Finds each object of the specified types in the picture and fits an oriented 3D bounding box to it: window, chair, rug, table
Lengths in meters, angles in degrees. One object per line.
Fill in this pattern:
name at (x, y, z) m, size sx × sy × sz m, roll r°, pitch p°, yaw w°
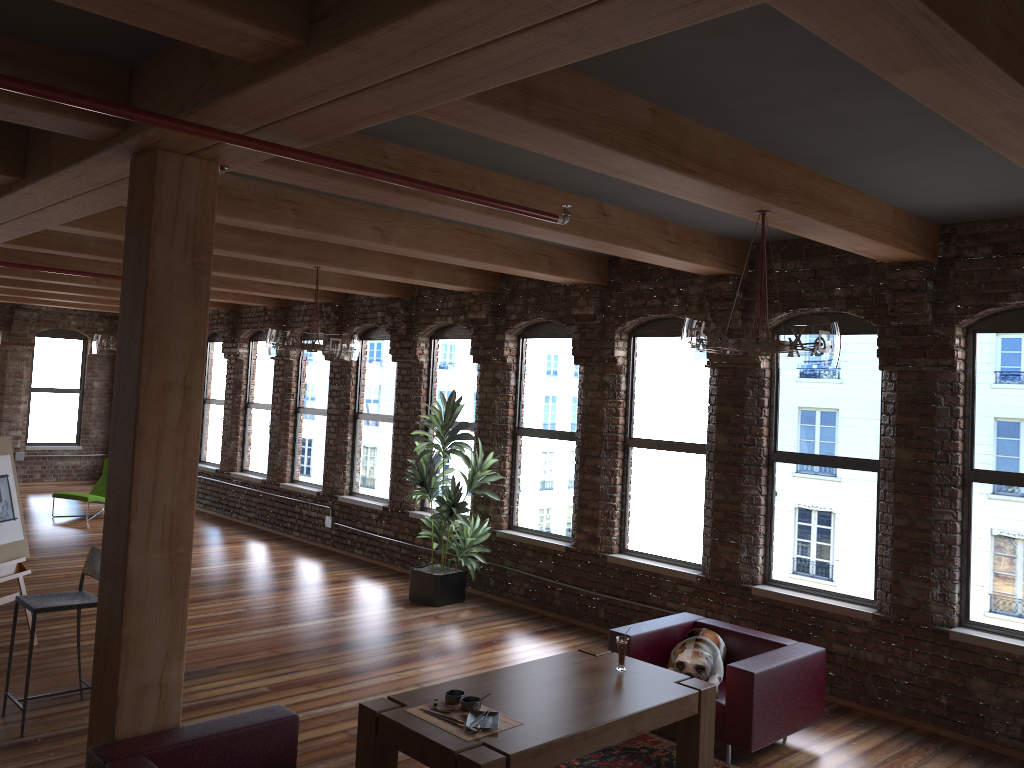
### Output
window at (-8.367, 0.090, 16.297) m, size 0.966 × 2.224 × 0.218 m, roll 5°, pitch -4°, yaw -44°
chair at (-2.746, 1.530, 5.385) m, size 0.465 × 0.984 × 0.430 m, roll 5°, pitch -4°, yaw -44°
rug at (0.133, 2.157, 4.550) m, size 2.457 × 0.009 × 1.344 m, roll 3°, pitch -1°, yaw -43°
window at (-1.719, 0.379, 10.936) m, size 0.231 × 2.220 × 0.968 m, roll 6°, pitch -4°, yaw -44°
window at (2.335, 0.548, 6.695) m, size 0.235 × 2.220 × 0.968 m, roll 6°, pitch -4°, yaw -44°
window at (-3.747, 0.294, 13.058) m, size 0.229 × 2.220 × 0.968 m, roll 6°, pitch -4°, yaw -44°
window at (-0.704, 0.421, 9.876) m, size 0.235 × 2.220 × 0.968 m, roll 6°, pitch -4°, yaw -44°
chair at (-1.045, 1.791, 3.464) m, size 0.864 × 0.594 × 1.071 m, roll 4°, pitch -2°, yaw -44°
window at (1.321, 0.506, 7.755) m, size 0.235 × 2.220 × 0.968 m, roll 6°, pitch -4°, yaw -44°
window at (0.309, 0.464, 8.815) m, size 0.235 × 2.220 × 0.968 m, roll 6°, pitch -4°, yaw -44°
window at (-4.757, 0.252, 14.117) m, size 0.232 × 2.220 × 0.968 m, roll 6°, pitch -4°, yaw -44°
chair at (1.291, 1.927, 5.661) m, size 0.864 × 0.594 × 1.071 m, roll 4°, pitch -2°, yaw -44°
table at (0.175, 1.886, 4.602) m, size 1.747 × 0.551 × 0.900 m, roll 4°, pitch -1°, yaw -44°
window at (-2.731, 0.337, 11.999) m, size 0.236 × 2.220 × 0.968 m, roll 6°, pitch -4°, yaw -44°
window at (3.347, 0.591, 5.634) m, size 0.235 × 2.220 × 0.968 m, roll 6°, pitch -4°, yaw -44°
chair at (-6.032, 1.519, 12.885) m, size 0.680 × 0.798 × 0.954 m, roll 2°, pitch -2°, yaw 21°

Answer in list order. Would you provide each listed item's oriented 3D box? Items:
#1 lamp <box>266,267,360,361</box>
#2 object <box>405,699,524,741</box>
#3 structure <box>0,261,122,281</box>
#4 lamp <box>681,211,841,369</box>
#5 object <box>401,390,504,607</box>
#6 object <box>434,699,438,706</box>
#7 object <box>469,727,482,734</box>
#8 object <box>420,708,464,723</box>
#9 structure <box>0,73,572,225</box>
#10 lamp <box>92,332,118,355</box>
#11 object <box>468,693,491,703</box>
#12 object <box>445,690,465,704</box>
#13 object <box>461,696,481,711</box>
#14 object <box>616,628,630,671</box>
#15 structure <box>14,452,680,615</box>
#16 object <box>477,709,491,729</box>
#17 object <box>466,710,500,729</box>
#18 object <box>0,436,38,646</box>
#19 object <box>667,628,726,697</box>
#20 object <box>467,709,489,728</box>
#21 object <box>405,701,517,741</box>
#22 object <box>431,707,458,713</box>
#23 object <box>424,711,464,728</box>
lamp at (-1.746, -0.634, 7.864) m, size 0.809 × 0.817 × 0.808 m, roll 3°, pitch -2°, yaw -1°
object at (-0.232, 1.585, 4.222) m, size 0.352 × 0.001 × 0.469 m, roll 3°, pitch -1°, yaw -44°
structure at (-6.166, -1.216, 6.640) m, size 6.795 × 0.112 × 0.051 m, roll 3°, pitch -2°, yaw -44°
lamp at (1.311, -0.507, 4.663) m, size 0.809 × 0.817 × 0.808 m, roll 3°, pitch -2°, yaw -3°
object at (-0.669, 1.104, 8.898) m, size 0.965 × 2.108 × 1.079 m, roll 4°, pitch -3°, yaw -31°
object at (-0.375, 1.567, 4.348) m, size 0.018 × 0.021 × 0.059 m, roll 3°, pitch -1°, yaw -2°
object at (-0.166, 1.575, 4.019) m, size 0.059 × 0.021 × 0.018 m, roll 2°, pitch -2°, yaw 33°
object at (-0.337, 1.575, 4.213) m, size 0.270 × 0.008 × 0.007 m, roll 3°, pitch -2°, yaw 36°
structure at (-2.145, -1.048, 2.431) m, size 6.795 × 0.112 × 0.051 m, roll 3°, pitch -2°, yaw -44°
lamp at (-4.750, -0.760, 11.008) m, size 0.809 × 0.817 × 0.808 m, roll 3°, pitch -2°, yaw -8°
object at (-0.169, 1.540, 4.328) m, size 0.137 × 0.080 × 0.045 m, roll 3°, pitch -2°, yaw 12°
object at (-0.284, 1.561, 4.415) m, size 0.098 × 0.043 × 0.099 m, roll 3°, pitch -1°, yaw -18°
object at (-0.200, 1.565, 4.332) m, size 0.098 × 0.043 × 0.098 m, roll 3°, pitch -1°, yaw -6°
object at (0.640, 1.522, 5.079) m, size 0.095 × 0.233 × 0.075 m, roll 3°, pitch -3°, yaw -11°
structure at (-3.036, 1.626, 11.971) m, size 13.712 × 0.314 × 1.630 m, roll 2°, pitch -1°, yaw 39°
object at (-0.128, 1.568, 4.156) m, size 0.007 × 0.008 × 0.270 m, roll 2°, pitch -1°, yaw 12°
object at (-0.136, 1.580, 4.154) m, size 0.154 × 0.018 × 0.212 m, roll 3°, pitch 0°, yaw 1°
object at (-3.936, 0.899, 6.548) m, size 0.685 × 2.146 × 0.700 m, roll 3°, pitch -3°, yaw 6°
object at (1.167, 1.743, 5.632) m, size 0.365 × 0.297 × 0.753 m, roll 2°, pitch -1°, yaw 18°
object at (-0.156, 1.566, 4.155) m, size 0.007 × 0.008 × 0.269 m, roll 2°, pitch -1°, yaw 20°
object at (-0.233, 1.585, 4.221) m, size 0.331 × 0.003 × 0.471 m, roll 3°, pitch -1°, yaw -44°
object at (-0.326, 1.564, 4.270) m, size 0.153 × 0.031 × 0.045 m, roll 3°, pitch -1°, yaw 31°
object at (-0.325, 1.576, 4.174) m, size 0.270 × 0.008 × 0.007 m, roll 2°, pitch -2°, yaw 42°
